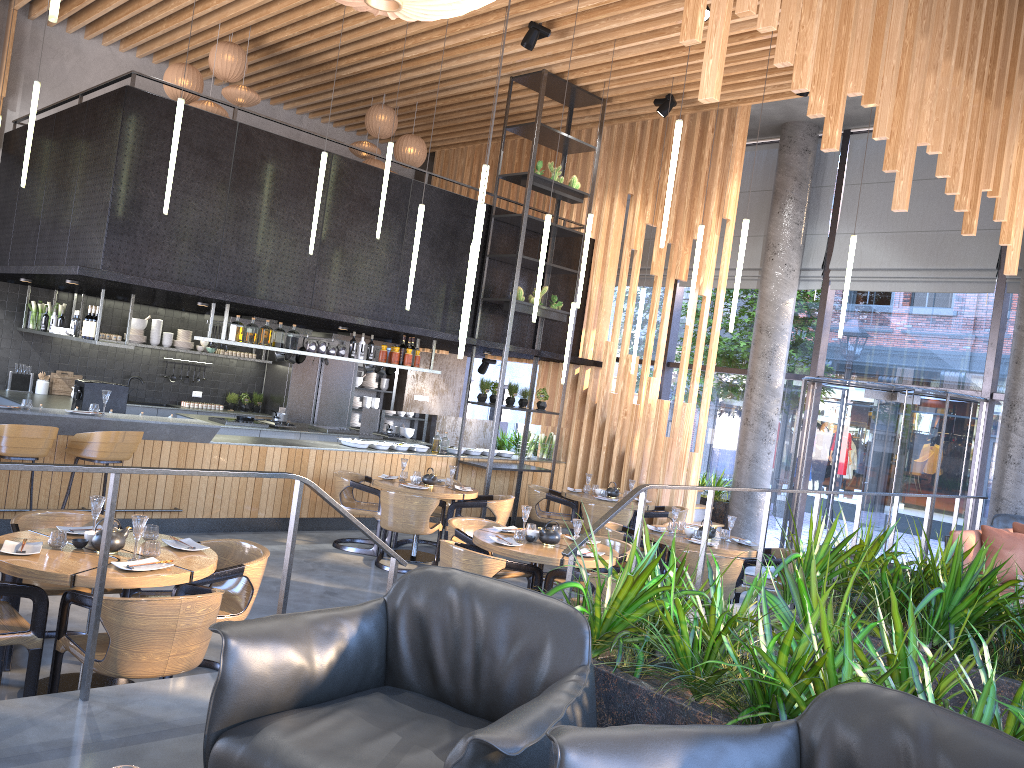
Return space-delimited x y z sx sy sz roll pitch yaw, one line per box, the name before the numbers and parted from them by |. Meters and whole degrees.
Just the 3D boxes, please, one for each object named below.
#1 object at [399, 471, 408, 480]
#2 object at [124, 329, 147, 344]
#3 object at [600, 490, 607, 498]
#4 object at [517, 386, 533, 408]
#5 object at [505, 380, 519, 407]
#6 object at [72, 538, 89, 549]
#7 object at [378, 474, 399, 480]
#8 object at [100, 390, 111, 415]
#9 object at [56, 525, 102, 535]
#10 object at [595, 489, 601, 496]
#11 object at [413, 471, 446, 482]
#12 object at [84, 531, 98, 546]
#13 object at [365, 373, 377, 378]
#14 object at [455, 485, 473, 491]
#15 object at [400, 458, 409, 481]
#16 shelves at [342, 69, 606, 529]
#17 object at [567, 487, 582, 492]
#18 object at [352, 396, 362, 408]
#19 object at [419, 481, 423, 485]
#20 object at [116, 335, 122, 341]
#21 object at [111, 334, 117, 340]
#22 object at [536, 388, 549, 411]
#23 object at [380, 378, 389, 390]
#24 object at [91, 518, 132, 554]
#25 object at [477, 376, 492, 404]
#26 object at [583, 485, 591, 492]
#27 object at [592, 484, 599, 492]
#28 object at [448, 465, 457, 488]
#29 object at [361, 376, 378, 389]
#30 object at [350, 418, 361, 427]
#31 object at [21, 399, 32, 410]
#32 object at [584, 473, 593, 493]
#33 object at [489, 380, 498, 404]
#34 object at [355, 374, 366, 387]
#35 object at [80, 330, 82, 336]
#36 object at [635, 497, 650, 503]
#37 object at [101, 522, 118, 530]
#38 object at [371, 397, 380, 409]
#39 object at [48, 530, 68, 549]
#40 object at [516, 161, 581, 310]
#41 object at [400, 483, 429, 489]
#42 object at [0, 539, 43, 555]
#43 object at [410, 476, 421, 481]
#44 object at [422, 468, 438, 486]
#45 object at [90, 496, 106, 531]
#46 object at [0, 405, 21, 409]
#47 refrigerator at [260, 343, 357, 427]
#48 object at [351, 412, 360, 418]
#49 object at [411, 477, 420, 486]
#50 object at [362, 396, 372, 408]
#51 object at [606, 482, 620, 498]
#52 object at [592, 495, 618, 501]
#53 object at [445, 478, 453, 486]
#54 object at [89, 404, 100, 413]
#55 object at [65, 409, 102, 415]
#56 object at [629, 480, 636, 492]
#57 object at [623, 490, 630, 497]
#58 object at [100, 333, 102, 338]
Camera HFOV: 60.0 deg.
object | -1.127 0.955 9.238 0.086 0.086 0.086 8 0 32
object | -5.317 -0.676 12.524 0.304 0.195 0.300 8 0 -32
object | 1.047 1.261 10.148 0.086 0.086 0.086 8 0 5
object | 0.171 0.170 11.565 0.211 0.283 0.221 8 0 -31
object | 0.010 0.105 11.374 0.186 0.367 0.196 8 0 1
object | -2.211 0.820 4.538 0.080 0.042 0.080 8 0 10
object | -1.278 0.965 9.201 0.170 0.025 0.294 8 0 4
object | -3.715 0.171 8.093 0.082 0.227 0.082 8 0 -9
object | -2.339 0.811 4.907 0.170 0.025 0.294 8 0 43
object | 1.024 1.269 10.353 0.116 0.065 0.116 8 0 31
object | -0.884 0.990 9.485 0.335 0.086 0.253 8 0 4
object | -2.180 0.813 4.644 0.116 0.065 0.116 8 0 25
object | -2.446 -0.152 15.336 0.204 0.106 0.204 8 0 13
object | -0.502 1.074 9.117 0.170 0.025 0.294 8 0 -8
object | -1.124 0.884 9.153 0.082 0.227 0.082 8 0 -23
shelves | -1.090 -1.102 13.176 1.247 5.690 5.494 8 0 -34
object | 0.736 1.249 10.457 0.170 0.025 0.294 8 0 4
object | -2.713 0.306 15.139 0.304 0.195 0.300 8 0 -32
object | -0.948 1.003 8.995 0.080 0.042 0.080 8 0 31
object | -5.456 -0.639 12.314 0.062 0.078 0.062 8 0 41
object | -5.503 -0.646 12.268 0.062 0.078 0.062 8 0 41
object | 0.388 0.187 11.493 0.172 0.311 0.179 8 0 12
object | -2.224 0.004 15.476 0.143 0.214 0.149 8 0 -15
object | -2.061 0.771 4.547 0.168 0.179 0.163 8 0 -6
object | -0.338 0.056 11.035 0.186 0.367 0.196 8 0 1
object | 0.887 1.239 10.494 0.086 0.086 0.086 8 0 28
object | 1.003 1.255 10.669 0.086 0.086 0.086 8 0 32
object | -0.620 0.955 9.121 0.082 0.227 0.082 8 0 40
object | -2.465 -0.021 15.333 0.304 0.195 0.300 8 0 -32
object | -2.720 0.668 15.100 0.304 0.195 0.300 8 0 -32
object | -4.176 0.177 7.632 0.086 0.086 0.086 8 0 21
object | 0.890 1.168 10.409 0.082 0.227 0.082 8 0 -12
object | -0.222 0.101 11.221 0.172 0.311 0.179 8 0 -33
object | -2.658 -0.075 15.061 0.249 0.243 0.248 8 0 -43
object | -5.835 -0.693 11.945 0.062 0.078 0.062 8 0 -39
object | 1.512 1.357 10.373 0.170 0.025 0.294 8 0 -8
object | -2.198 0.799 4.842 0.086 0.086 0.086 8 0 -19
object | -2.382 0.343 15.447 0.143 0.214 0.149 8 0 -15
object | -2.289 0.786 4.471 0.086 0.086 0.086 8 0 -42
object | 0.435 -1.867 11.113 0.922 1.819 0.232 8 0 -44
object | -0.982 1.006 8.729 0.294 0.025 0.170 8 0 26
object | -2.403 0.801 4.352 0.170 0.025 0.294 8 0 -25
object | -0.990 0.985 9.097 0.116 0.065 0.116 8 0 31
object | -0.835 0.949 9.093 0.168 0.179 0.163 8 0 12
object | -2.247 0.721 4.781 0.082 0.227 0.082 8 0 16
object | -4.306 0.190 7.494 0.294 0.025 0.170 8 0 -7
refrigerator | -3.328 0.436 14.281 1.131 2.027 0.803 8 0 -44
object | -2.701 0.536 15.103 0.204 0.106 0.204 8 0 13
object | -0.967 0.977 8.892 0.086 0.086 0.086 8 0 10
object | -2.510 0.325 15.323 0.143 0.214 0.149 8 0 -15
object | 1.176 1.232 10.347 0.163 0.179 0.168 8 0 8
object | 1.032 1.290 9.985 0.294 0.025 0.170 8 0 26
object | -0.654 1.021 9.224 0.086 0.086 0.086 8 0 -6
object | -3.828 0.226 8.125 0.086 0.086 0.086 8 0 -44
object | -3.821 0.258 7.935 0.170 0.025 0.294 8 0 44
object | 1.393 1.238 10.377 0.082 0.227 0.082 8 0 40
object | 1.360 1.305 10.480 0.086 0.086 0.086 8 0 39
object | -5.644 -0.666 12.131 0.062 0.078 0.062 8 0 41
